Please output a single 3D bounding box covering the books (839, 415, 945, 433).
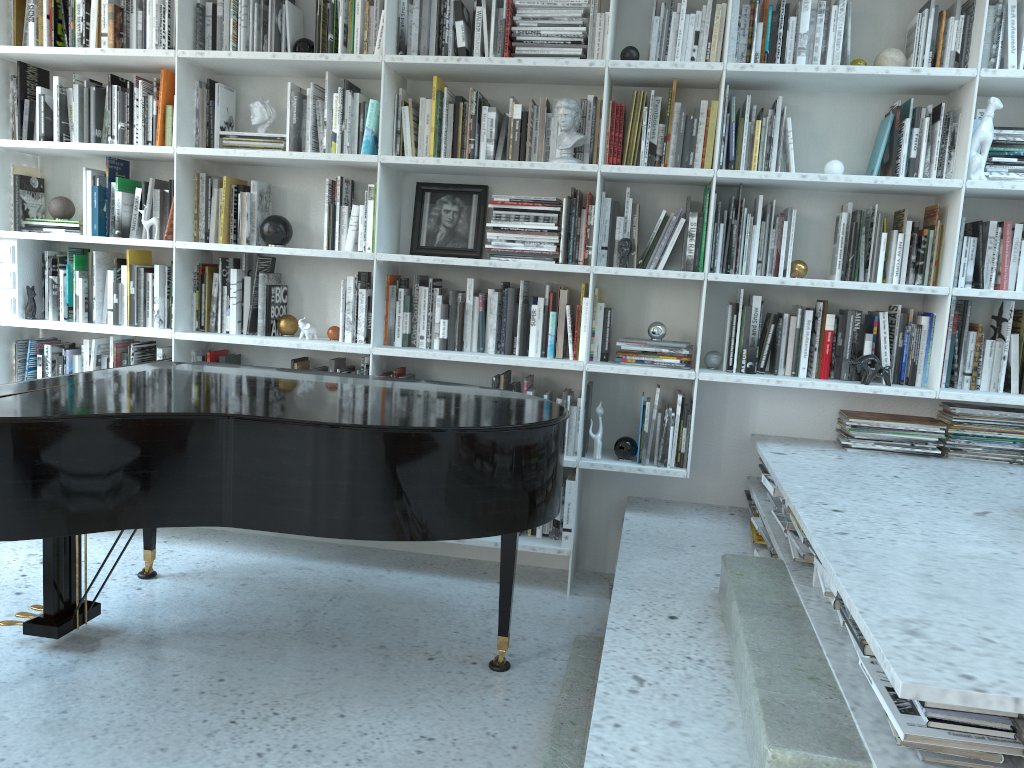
[{"bbox_3d":[1.444,0.151,3.390,0.345,0.007,0.193,5,7,11],"label":"books"}]

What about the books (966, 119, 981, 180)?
[{"bbox_3d":[1.638,-0.828,3.212,0.027,0.222,0.184,5,7,9],"label":"books"}]

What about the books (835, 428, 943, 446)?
[{"bbox_3d":[1.438,0.203,3.398,0.345,0.007,0.193,4,7,7],"label":"books"}]

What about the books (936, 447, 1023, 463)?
[{"bbox_3d":[1.765,0.267,3.355,0.285,0.007,0.159,5,7,9],"label":"books"}]

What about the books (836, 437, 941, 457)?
[{"bbox_3d":[1.433,0.241,3.397,0.345,0.007,0.193,5,7,13],"label":"books"}]

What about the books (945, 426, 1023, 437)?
[{"bbox_3d":[1.773,0.172,3.342,0.285,0.007,0.159,5,7,9],"label":"books"}]

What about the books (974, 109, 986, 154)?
[{"bbox_3d":[1.671,-0.852,3.234,0.028,0.268,0.137,5,8,9],"label":"books"}]

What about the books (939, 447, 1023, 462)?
[{"bbox_3d":[1.764,0.261,3.345,0.254,0.007,0.160,5,7,13],"label":"books"}]

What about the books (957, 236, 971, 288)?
[{"bbox_3d":[1.645,-0.446,3.275,0.023,0.187,0.159,5,7,9],"label":"books"}]

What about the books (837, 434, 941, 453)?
[{"bbox_3d":[1.434,0.226,3.393,0.345,0.007,0.193,5,7,14],"label":"books"}]

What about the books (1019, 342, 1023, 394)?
[{"bbox_3d":[1.882,-0.089,3.282,0.031,0.240,0.171,5,7,9],"label":"books"}]

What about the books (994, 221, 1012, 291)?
[{"bbox_3d":[1.771,-0.464,3.239,0.045,0.246,0.185,5,7,9],"label":"books"}]

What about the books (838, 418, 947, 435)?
[{"bbox_3d":[1.442,0.160,3.383,0.345,0.007,0.193,4,7,4],"label":"books"}]

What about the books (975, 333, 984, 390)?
[{"bbox_3d":[1.726,-0.088,3.315,0.025,0.210,0.137,5,8,9],"label":"books"}]

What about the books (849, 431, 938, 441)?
[{"bbox_3d":[1.441,0.182,3.387,0.308,0.008,0.195,5,7,14],"label":"books"}]

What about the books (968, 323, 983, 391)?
[{"bbox_3d":[1.706,-0.105,3.305,0.015,0.244,0.156,5,8,9],"label":"books"}]

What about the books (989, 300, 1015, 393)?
[{"bbox_3d":[1.802,-0.142,3.286,0.014,0.334,0.168,5,8,9],"label":"books"}]

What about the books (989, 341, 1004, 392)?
[{"bbox_3d":[1.779,-0.070,3.302,0.024,0.185,0.149,5,7,9],"label":"books"}]

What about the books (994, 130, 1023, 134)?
[{"bbox_3d":[1.838,-0.891,3.195,0.285,0.012,0.159,4,7,7],"label":"books"}]

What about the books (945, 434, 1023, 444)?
[{"bbox_3d":[1.770,0.199,3.343,0.254,0.007,0.160,5,7,10],"label":"books"}]

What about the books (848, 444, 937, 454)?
[{"bbox_3d":[1.434,0.233,3.397,0.308,0.008,0.194,4,7,5],"label":"books"}]

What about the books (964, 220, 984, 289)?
[{"bbox_3d":[1.694,-0.470,3.258,0.047,0.244,0.177,5,7,9],"label":"books"}]

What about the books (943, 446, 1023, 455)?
[{"bbox_3d":[1.765,0.241,3.342,0.285,0.007,0.159,4,7,5],"label":"books"}]

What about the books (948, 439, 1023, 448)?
[{"bbox_3d":[1.768,0.214,3.338,0.254,0.007,0.160,4,7,5],"label":"books"}]

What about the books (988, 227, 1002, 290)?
[{"bbox_3d":[1.745,-0.455,3.250,0.011,0.223,0.162,5,7,9],"label":"books"}]

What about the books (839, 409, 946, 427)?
[{"bbox_3d":[1.445,0.129,3.388,0.345,0.007,0.193,5,7,11],"label":"books"}]

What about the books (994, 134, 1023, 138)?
[{"bbox_3d":[1.837,-0.879,3.196,0.254,0.012,0.160,5,7,11],"label":"books"}]

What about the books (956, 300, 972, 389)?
[{"bbox_3d":[1.676,-0.152,3.326,0.013,0.327,0.130,5,8,9],"label":"books"}]

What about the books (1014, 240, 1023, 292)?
[{"bbox_3d":[1.830,-0.428,3.237,0.027,0.182,0.186,5,7,9],"label":"books"}]

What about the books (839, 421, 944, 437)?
[{"bbox_3d":[1.443,0.166,3.392,0.345,0.007,0.193,5,7,11],"label":"books"}]

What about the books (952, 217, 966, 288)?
[{"bbox_3d":[1.632,-0.482,3.284,0.012,0.254,0.160,5,8,9],"label":"books"}]

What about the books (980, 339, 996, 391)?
[{"bbox_3d":[1.753,-0.075,3.313,0.030,0.188,0.139,5,7,9],"label":"books"}]

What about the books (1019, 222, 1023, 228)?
[{"bbox_3d":[1.870,-0.459,3.213,0.028,0.255,0.191,5,7,9],"label":"books"}]

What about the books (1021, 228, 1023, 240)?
[{"bbox_3d":[1.853,-0.451,3.240,0.012,0.230,0.179,5,7,9],"label":"books"}]

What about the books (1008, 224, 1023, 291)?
[{"bbox_3d":[1.808,-0.460,3.249,0.026,0.239,0.177,5,7,9],"label":"books"}]

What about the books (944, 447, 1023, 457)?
[{"bbox_3d":[1.766,0.247,3.350,0.254,0.007,0.160,5,7,10],"label":"books"}]

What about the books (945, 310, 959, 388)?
[{"bbox_3d":[1.627,-0.134,3.325,0.015,0.287,0.138,5,8,9],"label":"books"}]

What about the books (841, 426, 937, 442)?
[{"bbox_3d":[1.440,0.188,3.401,0.308,0.008,0.194,5,7,9],"label":"books"}]

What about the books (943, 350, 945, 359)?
[{"bbox_3d":[1.575,-0.097,3.320,0.027,0.208,0.163,5,7,9],"label":"books"}]

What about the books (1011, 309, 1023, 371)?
[{"bbox_3d":[1.867,-0.125,3.299,0.010,0.304,0.131,5,8,9],"label":"books"}]

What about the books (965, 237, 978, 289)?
[{"bbox_3d":[1.666,-0.443,3.269,0.022,0.184,0.162,5,7,9],"label":"books"}]

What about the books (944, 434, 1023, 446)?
[{"bbox_3d":[1.769,0.207,3.337,0.285,0.007,0.159,4,7,5],"label":"books"}]

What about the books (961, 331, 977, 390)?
[{"bbox_3d":[1.688,-0.093,3.320,0.023,0.214,0.163,5,7,9],"label":"books"}]

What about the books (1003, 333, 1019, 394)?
[{"bbox_3d":[1.830,-0.082,3.288,0.052,0.217,0.184,5,7,9],"label":"books"}]

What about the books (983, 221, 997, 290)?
[{"bbox_3d":[1.731,-0.470,3.263,0.024,0.247,0.143,5,8,9],"label":"books"}]

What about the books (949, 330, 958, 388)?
[{"bbox_3d":[1.650,-0.097,3.338,0.033,0.214,0.139,5,8,9],"label":"books"}]

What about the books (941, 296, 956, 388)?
[{"bbox_3d":[1.614,-0.160,3.321,0.014,0.338,0.131,5,8,9],"label":"books"}]

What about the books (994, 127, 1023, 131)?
[{"bbox_3d":[1.839,-0.903,3.193,0.285,0.012,0.159,5,7,11],"label":"books"}]

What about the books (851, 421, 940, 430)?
[{"bbox_3d":[1.444,0.144,3.389,0.308,0.008,0.194,5,7,11],"label":"books"}]

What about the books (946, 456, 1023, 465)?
[{"bbox_3d":[1.763,0.275,3.349,0.254,0.007,0.160,5,7,12],"label":"books"}]

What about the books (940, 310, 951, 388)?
[{"bbox_3d":[1.600,-0.136,3.332,0.012,0.287,0.158,5,8,9],"label":"books"}]

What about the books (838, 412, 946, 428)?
[{"bbox_3d":[1.445,0.137,3.388,0.345,0.007,0.193,4,7,7],"label":"books"}]

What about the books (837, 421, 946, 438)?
[{"bbox_3d":[1.442,0.174,3.391,0.345,0.007,0.193,4,7,6],"label":"books"}]

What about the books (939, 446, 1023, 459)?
[{"bbox_3d":[1.766,0.254,3.353,0.254,0.007,0.160,5,7,9],"label":"books"}]

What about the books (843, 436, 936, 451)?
[{"bbox_3d":[1.435,0.219,3.395,0.308,0.008,0.194,5,7,13],"label":"books"}]

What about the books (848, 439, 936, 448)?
[{"bbox_3d":[1.436,0.210,3.399,0.308,0.008,0.194,5,7,11],"label":"books"}]

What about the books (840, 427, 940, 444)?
[{"bbox_3d":[1.437,0.197,3.389,0.308,0.008,0.194,4,7,4],"label":"books"}]
